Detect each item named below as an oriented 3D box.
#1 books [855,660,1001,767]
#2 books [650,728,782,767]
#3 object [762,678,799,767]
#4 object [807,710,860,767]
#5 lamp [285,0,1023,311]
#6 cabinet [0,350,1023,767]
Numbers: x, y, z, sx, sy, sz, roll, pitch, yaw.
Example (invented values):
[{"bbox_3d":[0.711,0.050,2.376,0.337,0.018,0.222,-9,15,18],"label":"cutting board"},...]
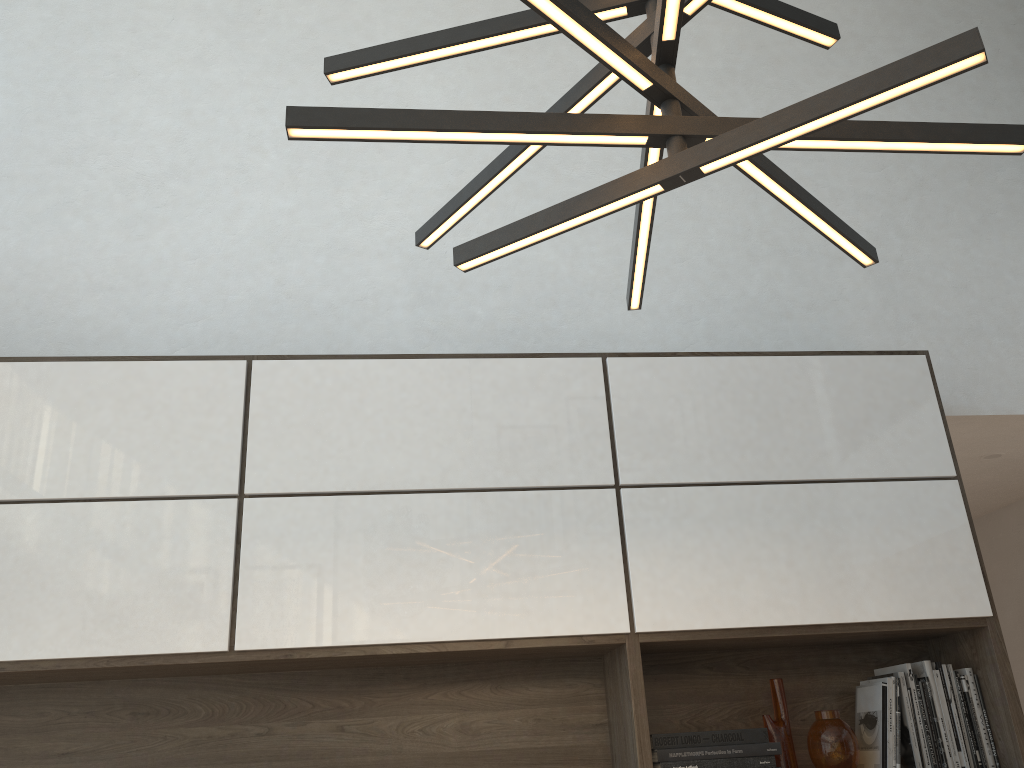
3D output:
[{"bbox_3d":[1.111,0.929,2.467,0.332,0.287,0.201,-1,-23,-7],"label":"books"},{"bbox_3d":[0.501,0.998,2.354,0.343,0.137,0.277,1,-23,-11],"label":"books"},{"bbox_3d":[0.730,0.953,2.445,0.082,0.265,0.081,-9,-23,13],"label":"object"},{"bbox_3d":[0.855,0.961,2.362,0.130,0.171,0.130,-17,-26,29],"label":"object"},{"bbox_3d":[0.081,-1.900,1.661,0.831,3.645,1.200,-5,-23,2],"label":"lamp"},{"bbox_3d":[-0.674,1.126,2.134,4.036,2.494,0.338,-1,-23,-7],"label":"cabinet"}]
